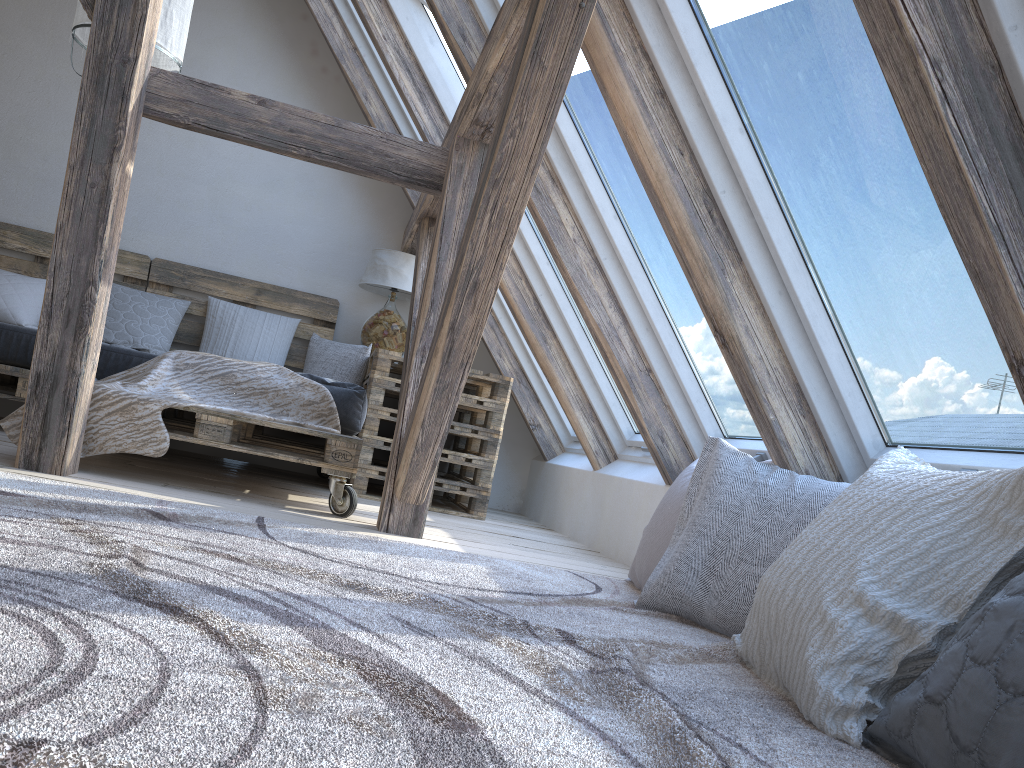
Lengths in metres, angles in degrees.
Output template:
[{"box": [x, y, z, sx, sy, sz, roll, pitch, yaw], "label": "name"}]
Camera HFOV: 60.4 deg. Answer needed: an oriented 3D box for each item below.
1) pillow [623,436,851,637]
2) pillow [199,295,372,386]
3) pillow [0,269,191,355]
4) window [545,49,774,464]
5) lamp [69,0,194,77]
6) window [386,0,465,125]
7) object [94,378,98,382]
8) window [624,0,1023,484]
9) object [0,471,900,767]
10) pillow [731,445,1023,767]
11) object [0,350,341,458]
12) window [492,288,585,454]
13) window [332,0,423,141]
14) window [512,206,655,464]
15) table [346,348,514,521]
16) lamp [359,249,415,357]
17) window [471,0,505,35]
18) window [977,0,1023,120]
[{"box": [0.572, 0.410, 2.331, 0.438, 0.524, 1.126, 12, -3, -19], "label": "pillow"}, {"box": [-1.228, -0.196, 4.775, 0.966, 0.400, 0.387, 11, -1, 4], "label": "pillow"}, {"box": [-2.278, -0.415, 4.503, 1.135, 0.356, 0.349, 12, -1, -13], "label": "pillow"}, {"box": [0.470, -0.425, 2.656, 1.102, 1.279, 0.850, 12, 0, -12], "label": "window"}, {"box": [-1.397, -1.914, 3.442, 0.395, 1.521, 0.410, 12, 2, 29], "label": "lamp"}, {"box": [-0.397, -1.761, 3.292, 1.357, 1.279, 0.850, 12, 0, -12], "label": "window"}, {"box": [-1.588, 0.146, 3.862, 0.510, 0.277, 0.702, 13, -4, -28], "label": "object"}, {"box": [0.661, -0.459, 1.760, 1.102, 1.279, 0.850, 12, 0, -12], "label": "window"}, {"box": [-0.211, 0.363, 1.138, 2.198, 0.056, 3.177, 12, -5, -11], "label": "object"}, {"box": [0.761, 0.334, 1.356, 0.470, 0.563, 1.268, 11, -3, -11], "label": "pillow"}, {"box": [-1.154, 0.093, 3.170, 0.805, 0.474, 1.018, 11, -3, 18], "label": "object"}, {"box": [0.088, -0.356, 4.449, 1.102, 1.279, 0.850, 12, 0, -12], "label": "window"}, {"box": [-0.632, -1.736, 4.178, 1.102, 1.279, 0.850, 12, 0, -12], "label": "window"}, {"box": [0.279, -0.390, 3.553, 1.102, 1.279, 0.850, 12, 0, -12], "label": "window"}, {"box": [-0.484, 0.265, 4.652, 0.678, 0.702, 1.012, 12, -2, -12], "label": "table"}, {"box": [-0.835, -0.071, 5.065, 0.393, 1.287, 0.814, 10, 1, -26], "label": "lamp"}, {"box": [-0.250, -1.805, 2.385, 1.102, 1.279, 0.850, 12, 0, -12], "label": "window"}, {"box": [0.852, -0.493, 0.863, 1.102, 1.279, 0.850, 12, 0, -12], "label": "window"}]
